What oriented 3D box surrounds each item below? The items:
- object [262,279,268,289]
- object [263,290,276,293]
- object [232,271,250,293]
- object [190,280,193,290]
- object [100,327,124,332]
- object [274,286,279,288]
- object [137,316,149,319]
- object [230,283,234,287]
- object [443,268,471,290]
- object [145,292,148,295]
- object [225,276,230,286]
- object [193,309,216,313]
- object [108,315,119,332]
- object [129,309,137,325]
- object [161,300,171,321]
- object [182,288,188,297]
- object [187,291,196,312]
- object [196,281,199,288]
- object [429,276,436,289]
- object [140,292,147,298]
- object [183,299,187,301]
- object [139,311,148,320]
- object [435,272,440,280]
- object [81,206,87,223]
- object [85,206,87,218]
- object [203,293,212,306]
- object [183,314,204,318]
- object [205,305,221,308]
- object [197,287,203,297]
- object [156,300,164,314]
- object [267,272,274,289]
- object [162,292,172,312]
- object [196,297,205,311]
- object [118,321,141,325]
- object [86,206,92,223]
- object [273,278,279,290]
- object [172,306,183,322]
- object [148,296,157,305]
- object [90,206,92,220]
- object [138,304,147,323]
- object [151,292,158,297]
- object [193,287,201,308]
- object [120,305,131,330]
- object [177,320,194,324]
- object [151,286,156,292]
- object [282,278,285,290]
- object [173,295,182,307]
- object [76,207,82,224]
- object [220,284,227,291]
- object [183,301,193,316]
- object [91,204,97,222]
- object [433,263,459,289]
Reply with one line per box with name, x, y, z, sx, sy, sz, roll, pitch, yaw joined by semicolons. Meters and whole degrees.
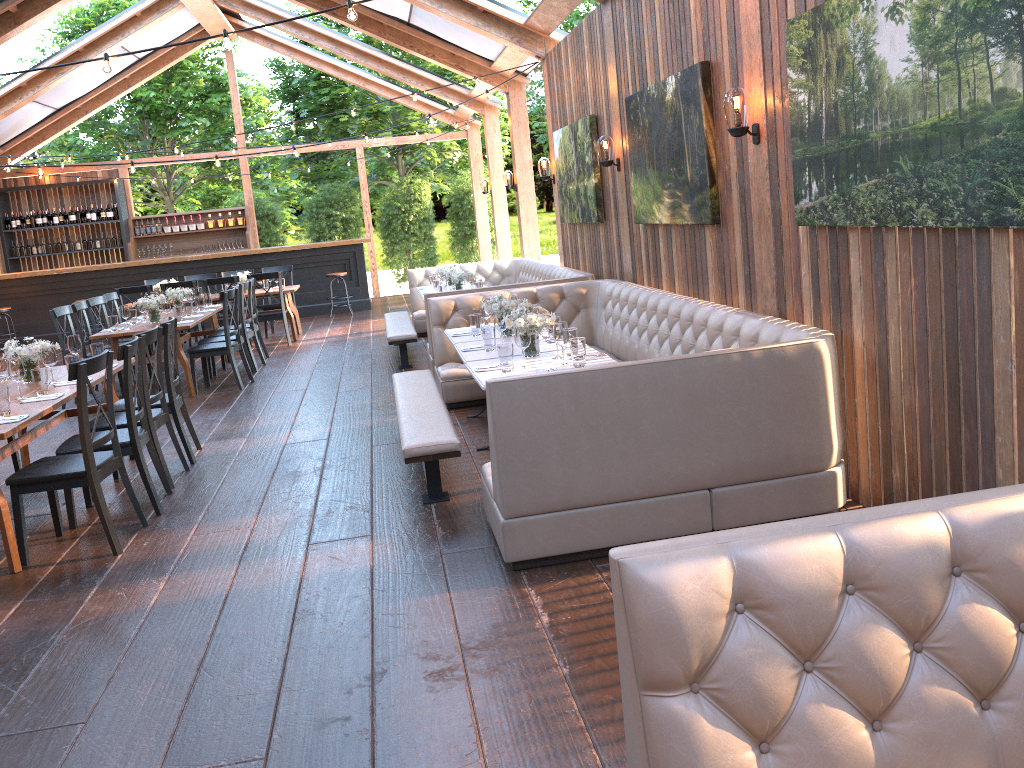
object;-3.627;-1.474;13.010;0.091;0.157;0.093;-3;9;18
object;-3.406;-1.312;12.447;0.157;0.019;0.257;-7;11;-8
object;-3.844;-1.464;12.682;0.336;0.307;0.332;-1;11;24
object;-4.642;-1.369;12.761;0.092;0.242;0.093;0;10;34
object;-4.042;-0.557;8.991;0.255;0.019;0.159;-7;11;-8
object;-3.455;-1.436;13.087;0.157;0.019;0.257;-7;11;-8
object;-4.214;-0.761;10.093;0.255;0.019;0.159;-7;11;-8
object;-3.923;-1.385;12.495;0.092;0.242;0.093;0;10;34
object;-0.590;-1.145;9.805;0.328;0.307;0.340;-3;10;14
object;-5.218;-1.294;12.671;0.092;0.242;0.093;0;10;34
object;-4.124;-1.434;12.836;0.092;0.242;0.093;0;10;34
object;-3.540;-0.839;10.156;0.255;0.019;0.159;-7;11;-8
object;-3.975;-0.602;8.833;0.092;0.157;0.093;-1;10;28
object;-4.034;-0.713;9.417;0.091;0.157;0.093;-3;9;18
object;-3.550;-0.741;9.103;0.092;0.242;0.093;1;10;39
object;-4.727;-1.332;12.840;0.091;0.157;0.093;-3;9;18
object;-3.700;-0.949;10.214;0.092;0.242;0.093;0;10;34
object;-4.426;-1.319;12.408;0.092;0.242;0.093;0;10;34
object;-0.971;-1.252;10.900;0.092;0.157;0.092;-9;9;-21
object;-5.310;-1.258;12.755;0.091;0.157;0.093;-3;9;18
object;-4.500;-1.172;12.280;0.157;0.019;0.257;-7;11;-8
object;-4.130;-0.805;9.922;0.091;0.157;0.093;-3;9;18
object;-0.899;-1.316;10.971;0.092;0.242;0.093;0;10;34
object;-8.123;-3.215;16.776;0.081;0.321;0.081;-10;9;-29
object;-8.121;-3.235;16.903;0.136;0.313;0.137;2;11;43
object;-3.730;-1.033;10.863;0.091;0.157;0.093;-3;9;18
object;-3.496;-0.737;9.637;0.255;0.019;0.159;-7;11;-8
object;-3.662;-0.942;10.729;0.255;0.019;0.159;-7;11;-8
object;-4.357;-1.266;12.330;0.091;0.157;0.093;-3;9;18
object;-4.184;-0.918;10.511;0.091;0.157;0.093;-3;9;18
object;-3.531;-1.509;12.921;0.092;0.242;0.093;0;10;34
object;-4.130;-0.984;10.595;0.092;0.242;0.093;0;10;34
object;-3.620;-0.930;10.296;0.091;0.157;0.093;-3;9;18
object;-4.115;-0.667;9.579;0.255;0.019;0.159;-7;11;-8
object;-8.028;-3.213;16.767;0.077;0.304;0.078;-4;8;8
object;-3.344;-1.459;12.578;0.092;0.242;0.093;0;10;34
object;-3.472;-0.725;9.202;0.092;0.157;0.092;1;11;38
object;-4.062;-0.873;10.007;0.092;0.242;0.093;0;10;34
object;-8.001;-3.240;16.877;0.078;0.309;0.078;-7;8;-13
object;-3.964;-0.781;9.506;0.092;0.242;0.093;0;10;34
object;-4.934;-1.192;12.241;0.091;0.157;0.093;-3;9;18
object;-3.833;-1.050;10.781;0.092;0.242;0.093;0;10;34
object;-3.893;-0.672;8.924;0.092;0.242;0.093;1;10;39
object;-3.391;-0.632;9.052;0.255;0.019;0.159;-7;11;-8
object;-5.009;-1.247;12.332;0.092;0.242;0.093;0;10;34
object;-3.247;-1.407;12.489;0.091;0.157;0.093;-3;9;18
object;-3.656;-0.848;9.695;0.092;0.242;0.093;0;10;34
object;-8.213;-3.192;16.764;0.076;0.300;0.076;-9;9;-25
object;-4.199;-1.397;12.905;0.091;0.157;0.093;-3;9;18
object;-3.576;-0.828;9.777;0.091;0.157;0.093;-3;9;18
object;-7.947;-3.239;16.788;0.088;0.331;0.088;-10;9;-28
object;-0.759;-1.316;10.737;0.331;0.307;0.337;-12;12;-33
